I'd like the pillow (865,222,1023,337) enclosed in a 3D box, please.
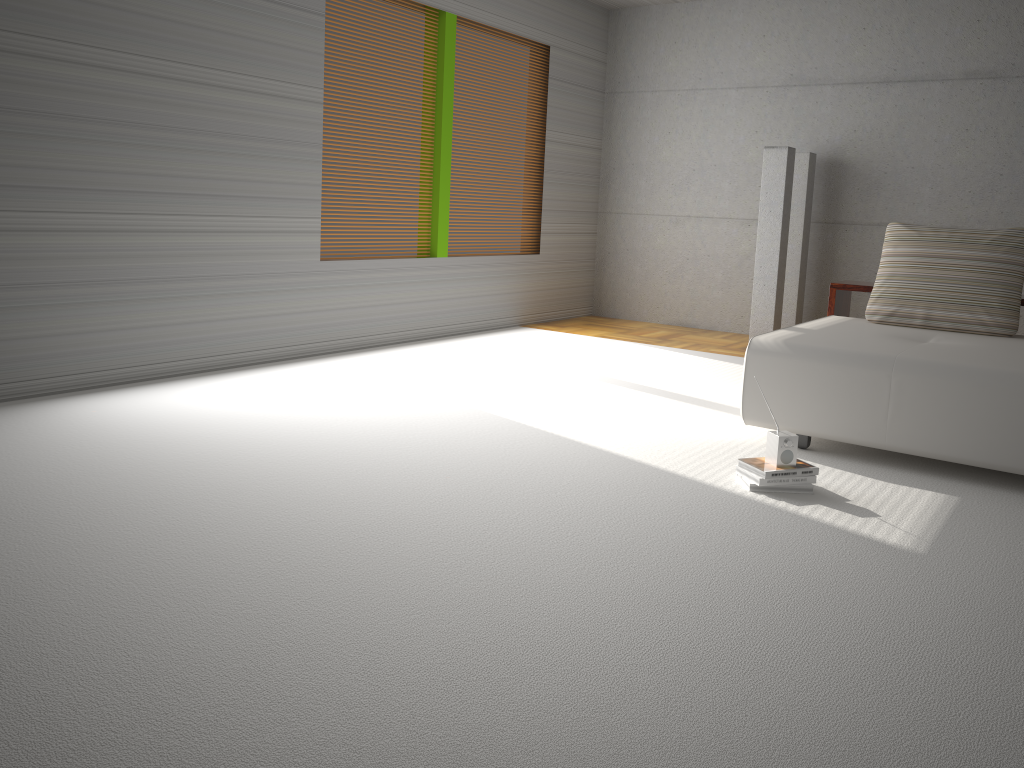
[{"bbox_3d":[2.532,-0.622,5.138,0.805,0.604,0.493,9,11,33],"label":"pillow"}]

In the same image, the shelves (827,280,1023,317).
[{"bbox_3d":[3.042,-0.150,5.193,2.263,0.708,0.402,10,11,34],"label":"shelves"}]

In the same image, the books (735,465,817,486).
[{"bbox_3d":[1.093,0.374,3.671,0.264,0.032,0.191,-1,12,-16],"label":"books"}]

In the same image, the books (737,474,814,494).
[{"bbox_3d":[1.092,0.406,3.674,0.264,0.032,0.191,2,11,-1],"label":"books"}]

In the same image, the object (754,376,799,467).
[{"bbox_3d":[1.070,0.151,3.618,0.185,0.363,0.091,1,7,-15],"label":"object"}]

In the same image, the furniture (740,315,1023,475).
[{"bbox_3d":[2.459,0.079,4.398,2.181,0.517,1.622,10,13,34],"label":"furniture"}]

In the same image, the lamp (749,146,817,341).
[{"bbox_3d":[2.337,-1.158,7.619,0.201,1.675,0.802,7,9,34],"label":"lamp"}]

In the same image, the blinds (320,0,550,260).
[{"bbox_3d":[-0.621,-1.935,7.111,0.012,2.024,3.553,7,11,34],"label":"blinds"}]

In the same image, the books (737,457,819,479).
[{"bbox_3d":[1.101,0.344,3.664,0.265,0.032,0.191,-2,12,-21],"label":"books"}]
